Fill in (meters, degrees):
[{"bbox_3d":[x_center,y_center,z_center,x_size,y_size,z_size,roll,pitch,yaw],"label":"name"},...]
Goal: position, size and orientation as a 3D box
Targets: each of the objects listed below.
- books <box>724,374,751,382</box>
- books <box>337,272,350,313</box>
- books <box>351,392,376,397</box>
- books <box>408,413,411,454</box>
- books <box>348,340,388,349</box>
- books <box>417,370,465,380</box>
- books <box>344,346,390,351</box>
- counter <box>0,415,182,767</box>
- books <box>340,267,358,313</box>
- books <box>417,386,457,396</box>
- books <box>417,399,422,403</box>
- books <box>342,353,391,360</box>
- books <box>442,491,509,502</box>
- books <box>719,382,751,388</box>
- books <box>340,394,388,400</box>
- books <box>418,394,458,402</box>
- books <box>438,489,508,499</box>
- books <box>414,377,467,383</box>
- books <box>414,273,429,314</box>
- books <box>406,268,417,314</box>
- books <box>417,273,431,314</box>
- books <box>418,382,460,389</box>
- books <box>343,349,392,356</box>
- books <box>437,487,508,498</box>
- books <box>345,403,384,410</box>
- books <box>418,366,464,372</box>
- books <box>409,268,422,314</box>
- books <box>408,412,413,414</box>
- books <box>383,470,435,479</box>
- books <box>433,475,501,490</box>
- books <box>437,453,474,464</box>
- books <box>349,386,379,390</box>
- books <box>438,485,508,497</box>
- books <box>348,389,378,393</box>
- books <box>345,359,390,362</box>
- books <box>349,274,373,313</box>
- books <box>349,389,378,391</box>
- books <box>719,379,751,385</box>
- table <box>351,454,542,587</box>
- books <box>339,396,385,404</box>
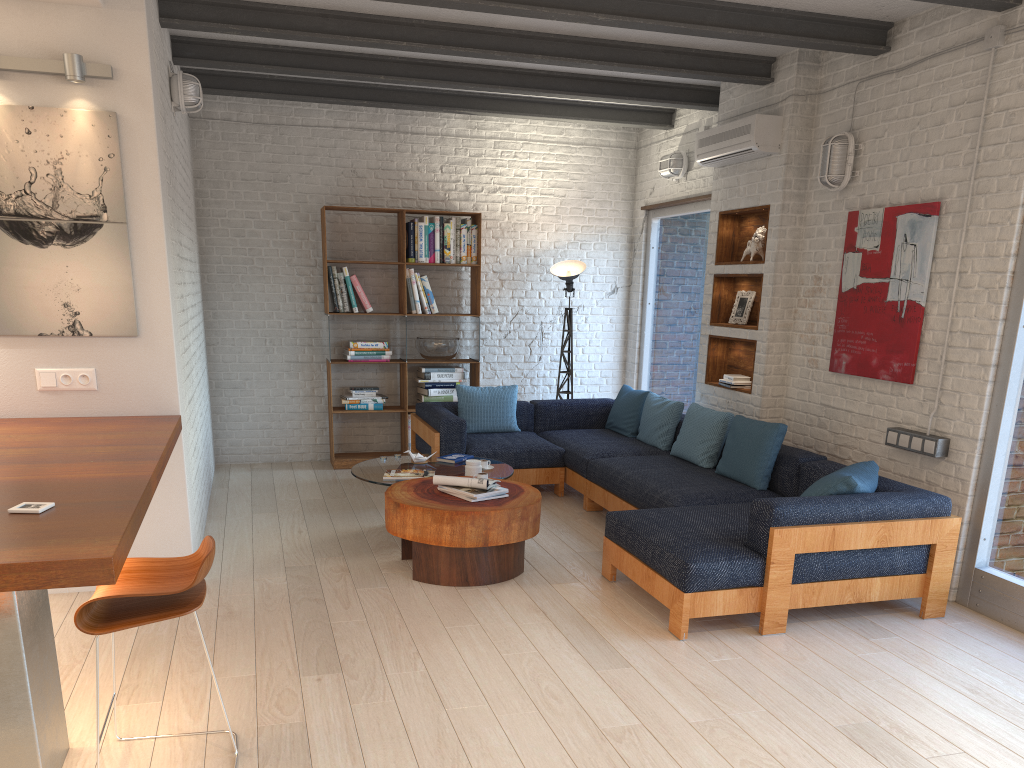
[{"bbox_3d":[1.662,-0.043,6.441,0.132,0.035,0.198,0,7,-7],"label":"books"},{"bbox_3d":[-1.463,-0.788,7.513,0.102,0.347,0.245,-3,13,-16],"label":"books"},{"bbox_3d":[-1.329,0.087,7.791,0.205,0.035,0.128,-1,7,-16],"label":"books"},{"bbox_3d":[-0.961,0.453,7.979,0.036,0.399,0.234,-4,14,-16],"label":"books"},{"bbox_3d":[-1.269,-0.349,7.668,0.326,0.058,0.246,0,7,-14],"label":"books"},{"bbox_3d":[-0.650,-0.085,7.928,0.378,0.067,0.236,-1,8,-22],"label":"books"},{"bbox_3d":[-1.279,-0.311,7.678,0.355,0.021,0.263,-1,7,-18],"label":"books"},{"bbox_3d":[-2.169,0.769,3.231,1.682,0.955,2.411,-1,8,-16],"label":"counter"},{"bbox_3d":[-1.400,-0.809,7.493,0.121,0.396,0.234,-3,14,-16],"label":"books"},{"bbox_3d":[-0.645,0.060,7.951,0.377,0.067,0.237,-2,8,-29],"label":"books"},{"bbox_3d":[-0.657,0.180,7.979,0.378,0.067,0.236,-1,8,-22],"label":"books"},{"bbox_3d":[-1.285,-0.244,7.682,0.378,0.038,0.236,-1,7,-21],"label":"books"},{"bbox_3d":[-0.216,0.620,4.970,0.250,0.011,0.310,-4,8,-37],"label":"books"},{"bbox_3d":[1.651,0.009,6.459,0.162,0.018,0.243,1,7,-7],"label":"books"},{"bbox_3d":[-1.321,0.115,7.778,0.378,0.019,0.236,-2,7,-23],"label":"books"},{"bbox_3d":[-0.662,0.118,7.980,0.361,0.058,0.273,0,7,-14],"label":"books"},{"bbox_3d":[-0.222,0.607,4.980,0.312,0.011,0.248,7,9,42],"label":"books"},{"bbox_3d":[-0.654,-0.040,7.921,0.443,0.021,0.263,-1,7,-16],"label":"books"},{"bbox_3d":[-0.818,-0.797,7.668,0.124,0.362,0.261,-3,13,-16],"label":"books"},{"bbox_3d":[-0.909,-0.815,7.651,0.101,0.399,0.234,-3,14,-16],"label":"books"},{"bbox_3d":[-0.800,-0.798,7.683,0.124,0.362,0.261,-3,13,-16],"label":"books"},{"bbox_3d":[-0.667,0.000,7.916,0.325,0.058,0.246,-1,7,-21],"label":"books"},{"bbox_3d":[-1.272,-0.280,7.669,0.378,0.038,0.236,-1,7,-22],"label":"books"},{"bbox_3d":[-0.223,0.599,4.959,0.312,0.011,0.248,7,9,42],"label":"books"},{"bbox_3d":[-1.318,0.189,7.802,0.326,0.058,0.245,1,7,-6],"label":"books"},{"bbox_3d":[-0.652,-0.136,7.908,0.379,0.038,0.236,-1,7,-16],"label":"books"},{"bbox_3d":[-0.866,-0.812,7.640,0.103,0.399,0.234,-3,14,-16],"label":"books"},{"bbox_3d":[-0.931,0.450,8.004,0.036,0.399,0.234,-4,14,-16],"label":"books"},{"bbox_3d":[-0.656,0.580,5.589,0.318,0.011,0.243,1,6,-4],"label":"books"},{"bbox_3d":[-0.255,0.567,5.014,0.321,0.113,0.264,3,8,16],"label":"books"},{"bbox_3d":[-0.399,0.521,6.111,0.160,0.024,0.226,5,8,32],"label":"books"},{"bbox_3d":[-1.321,0.035,7.765,0.251,0.018,0.157,-1,7,-16],"label":"books"},{"bbox_3d":[-0.221,0.589,4.948,0.249,0.011,0.311,-5,9,-42],"label":"books"},{"bbox_3d":[-1.336,0.059,7.789,0.235,0.019,0.165,-1,7,-23],"label":"books"},{"bbox_3d":[-1.279,-0.216,7.699,0.355,0.021,0.263,-1,7,-16],"label":"books"},{"bbox_3d":[-1.319,-0.781,7.548,0.194,0.331,0.245,-3,13,-16],"label":"books"},{"bbox_3d":[-1.327,0.046,7.780,0.242,0.009,0.151,-1,7,-16],"label":"books"},{"bbox_3d":[1.662,-0.016,6.442,0.170,0.019,0.228,0,7,-15],"label":"books"},{"bbox_3d":[-0.461,0.797,5.505,1.076,0.464,1.765,0,7,-11],"label":"table"},{"bbox_3d":[-1.340,0.142,7.791,0.379,0.038,0.236,-1,7,-16],"label":"books"}]
